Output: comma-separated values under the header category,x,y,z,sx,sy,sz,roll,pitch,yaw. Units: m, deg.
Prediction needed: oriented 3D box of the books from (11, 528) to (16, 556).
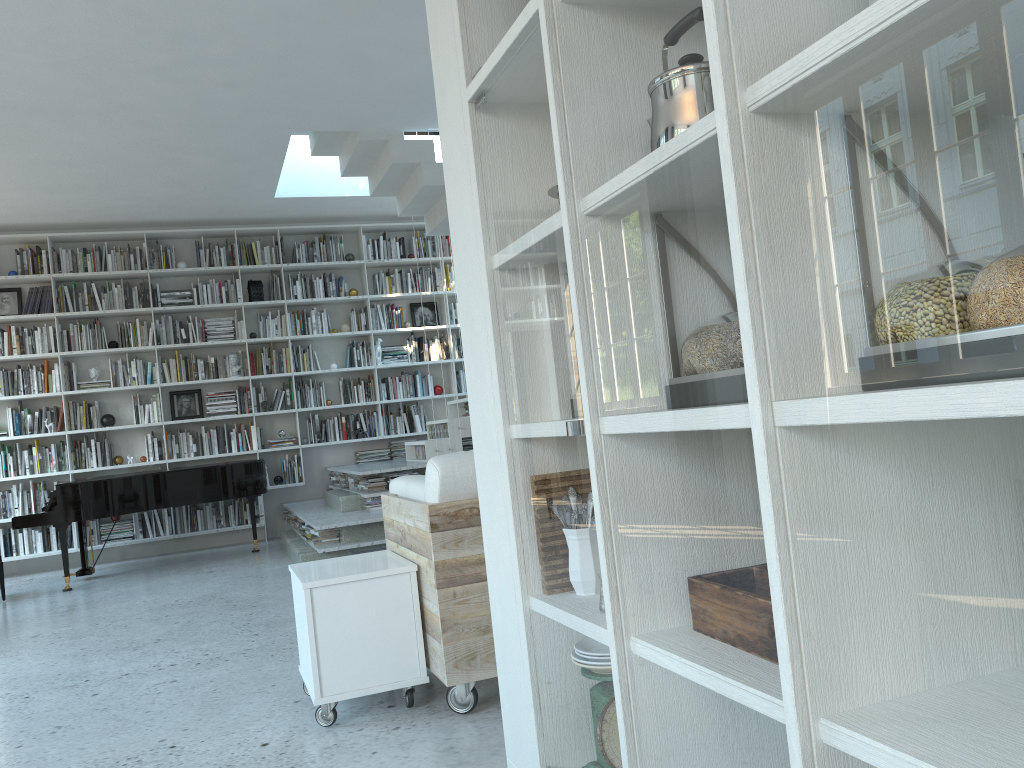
category,x,y,z,sx,sy,sz,roll,pitch,yaw
books,-4.595,1.456,8.202,0.027,0.256,0.160,-6,-2,-19

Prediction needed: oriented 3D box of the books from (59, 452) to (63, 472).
category,x,y,z,sx,sy,sz,roll,pitch,yaw
books,-4.253,0.735,8.366,0.041,0.181,0.141,-6,-2,-19

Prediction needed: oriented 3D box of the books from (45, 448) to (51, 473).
category,x,y,z,sx,sy,sz,roll,pitch,yaw
books,-4.350,0.720,8.333,0.025,0.229,0.153,-6,-2,-19

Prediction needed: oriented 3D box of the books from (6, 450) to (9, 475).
category,x,y,z,sx,sy,sz,roll,pitch,yaw
books,-4.660,0.726,8.225,0.009,0.277,0.157,-6,-2,-19

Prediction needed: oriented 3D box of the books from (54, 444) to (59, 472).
category,x,y,z,sx,sy,sz,roll,pitch,yaw
books,-4.283,0.699,8.358,0.013,0.260,0.142,-6,-2,-19

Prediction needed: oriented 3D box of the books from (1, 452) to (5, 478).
category,x,y,z,sx,sy,sz,roll,pitch,yaw
books,-4.689,0.745,8.204,0.014,0.243,0.171,-6,-2,-19

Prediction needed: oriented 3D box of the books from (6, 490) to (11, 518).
category,x,y,z,sx,sy,sz,roll,pitch,yaw
books,-4.637,1.110,8.185,0.010,0.252,0.178,-6,-2,-19

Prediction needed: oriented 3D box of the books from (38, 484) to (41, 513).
category,x,y,z,sx,sy,sz,roll,pitch,yaw
books,-4.409,1.073,8.300,0.013,0.284,0.139,-6,-2,-19

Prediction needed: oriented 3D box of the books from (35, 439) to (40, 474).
category,x,y,z,sx,sy,sz,roll,pitch,yaw
books,-4.426,0.680,8.298,0.021,0.322,0.172,-6,-2,-19

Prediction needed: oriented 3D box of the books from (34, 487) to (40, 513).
category,x,y,z,sx,sy,sz,roll,pitch,yaw
books,-4.426,1.090,8.290,0.029,0.254,0.153,-6,-2,-19

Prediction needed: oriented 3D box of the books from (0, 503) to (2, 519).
category,x,y,z,sx,sy,sz,roll,pitch,yaw
books,-4.720,1.145,8.188,0.025,0.200,0.137,-6,-2,-19

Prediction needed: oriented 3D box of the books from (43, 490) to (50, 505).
category,x,y,z,sx,sy,sz,roll,pitch,yaw
books,-4.334,1.100,8.309,0.058,0.216,0.177,-6,-2,-19

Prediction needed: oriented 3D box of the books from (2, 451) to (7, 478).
category,x,y,z,sx,sy,sz,roll,pitch,yaw
books,-4.674,0.743,8.195,0.009,0.244,0.184,-6,-2,-19

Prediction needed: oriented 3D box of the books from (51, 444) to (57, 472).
category,x,y,z,sx,sy,sz,roll,pitch,yaw
books,-4.293,0.696,8.335,0.021,0.265,0.185,-6,-2,-19

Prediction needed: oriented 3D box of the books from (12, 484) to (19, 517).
category,x,y,z,sx,sy,sz,roll,pitch,yaw
books,-4.592,1.083,8.229,0.027,0.299,0.142,-6,-2,-19

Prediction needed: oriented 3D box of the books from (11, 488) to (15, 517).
category,x,y,z,sx,sy,sz,roll,pitch,yaw
books,-4.612,1.098,8.229,0.013,0.273,0.146,-6,-2,-19

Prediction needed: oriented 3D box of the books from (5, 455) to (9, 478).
category,x,y,z,sx,sy,sz,roll,pitch,yaw
books,-4.671,0.760,8.228,0.016,0.211,0.146,-6,-2,-19

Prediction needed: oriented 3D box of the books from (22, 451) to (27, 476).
category,x,y,z,sx,sy,sz,roll,pitch,yaw
books,-4.546,0.739,8.273,0.045,0.230,0.138,-6,-2,-19

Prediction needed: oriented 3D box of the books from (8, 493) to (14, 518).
category,x,y,z,sx,sy,sz,roll,pitch,yaw
books,-4.622,1.120,8.203,0.028,0.229,0.157,-6,-2,-19

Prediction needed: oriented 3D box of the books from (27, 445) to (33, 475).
category,x,y,z,sx,sy,sz,roll,pitch,yaw
books,-4.490,0.707,8.275,0.014,0.282,0.150,-6,-2,-19

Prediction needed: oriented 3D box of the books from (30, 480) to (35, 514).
category,x,y,z,sx,sy,sz,roll,pitch,yaw
books,-4.452,1.056,8.256,0.014,0.325,0.170,-6,-2,-19

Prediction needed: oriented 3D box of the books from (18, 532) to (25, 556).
category,x,y,z,sx,sy,sz,roll,pitch,yaw
books,-4.526,1.476,8.205,0.030,0.201,0.168,-6,-2,-19

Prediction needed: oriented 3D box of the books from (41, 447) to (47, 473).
category,x,y,z,sx,sy,sz,roll,pitch,yaw
books,-4.372,0.712,8.311,0.028,0.249,0.159,-6,-2,-19

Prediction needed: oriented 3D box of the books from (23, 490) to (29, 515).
category,x,y,z,sx,sy,sz,roll,pitch,yaw
books,-4.516,1.106,8.257,0.031,0.238,0.132,-6,-2,-19

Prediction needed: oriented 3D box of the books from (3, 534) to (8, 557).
category,x,y,z,sx,sy,sz,roll,pitch,yaw
books,-4.657,1.487,8.179,0.022,0.205,0.158,-6,-2,-19

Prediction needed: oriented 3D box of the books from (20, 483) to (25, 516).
category,x,y,z,sx,sy,sz,roll,pitch,yaw
books,-4.545,1.074,8.227,0.039,0.307,0.172,-6,-2,-19

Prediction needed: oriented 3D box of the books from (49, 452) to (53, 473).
category,x,y,z,sx,sy,sz,roll,pitch,yaw
books,-4.327,0.736,8.343,0.023,0.194,0.140,-6,-2,-19

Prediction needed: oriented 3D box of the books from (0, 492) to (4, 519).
category,x,y,z,sx,sy,sz,roll,pitch,yaw
books,-4.701,1.119,8.200,0.022,0.248,0.134,-6,-2,-19

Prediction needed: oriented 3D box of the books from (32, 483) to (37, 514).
category,x,y,z,sx,sy,sz,roll,pitch,yaw
books,-4.442,1.070,8.267,0.012,0.295,0.176,-6,-2,-19

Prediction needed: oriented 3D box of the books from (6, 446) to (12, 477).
category,x,y,z,sx,sy,sz,roll,pitch,yaw
books,-4.645,0.719,8.206,0.007,0.286,0.182,-6,-2,-19

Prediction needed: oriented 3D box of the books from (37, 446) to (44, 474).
category,x,y,z,sx,sy,sz,roll,pitch,yaw
books,-4.397,0.708,8.297,0.028,0.260,0.181,-6,-2,-19

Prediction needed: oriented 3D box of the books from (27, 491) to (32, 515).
category,x,y,z,sx,sy,sz,roll,pitch,yaw
books,-4.486,1.110,8.263,0.028,0.224,0.134,-6,-2,-19

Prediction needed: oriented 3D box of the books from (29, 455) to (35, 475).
category,x,y,z,sx,sy,sz,roll,pitch,yaw
books,-4.461,0.754,8.272,0.029,0.181,0.190,-6,-2,-19

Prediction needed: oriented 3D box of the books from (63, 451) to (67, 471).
category,x,y,z,sx,sy,sz,roll,pitch,yaw
books,-4.214,0.729,8.393,0.023,0.187,0.130,-6,-2,-19

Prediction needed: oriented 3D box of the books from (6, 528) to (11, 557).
category,x,y,z,sx,sy,sz,roll,pitch,yaw
books,-4.640,1.462,8.191,0.022,0.252,0.139,-6,-2,-19

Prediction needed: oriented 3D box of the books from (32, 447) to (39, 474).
category,x,y,z,sx,sy,sz,roll,pitch,yaw
books,-4.443,0.716,8.292,0.026,0.254,0.176,-6,-2,-19

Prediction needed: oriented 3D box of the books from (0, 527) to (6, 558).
category,x,y,z,sx,sy,sz,roll,pitch,yaw
books,-4.676,1.458,8.158,0.023,0.266,0.177,-6,-2,-19

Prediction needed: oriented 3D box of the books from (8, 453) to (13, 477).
category,x,y,z,sx,sy,sz,roll,pitch,yaw
books,-4.633,0.752,8.214,0.015,0.219,0.190,-6,-2,-19

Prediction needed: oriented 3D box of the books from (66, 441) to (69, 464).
category,x,y,z,sx,sy,sz,roll,pitch,yaw
books,-4.186,0.680,8.402,0.024,0.280,0.136,-6,-2,-19

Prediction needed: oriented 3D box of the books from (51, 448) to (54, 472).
category,x,y,z,sx,sy,sz,roll,pitch,yaw
books,-4.312,0.708,8.345,0.010,0.246,0.160,-6,-2,-19

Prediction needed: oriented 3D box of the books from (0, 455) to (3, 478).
category,x,y,z,sx,sy,sz,roll,pitch,yaw
books,-4.705,0.760,8.190,0.015,0.217,0.180,-6,-2,-19

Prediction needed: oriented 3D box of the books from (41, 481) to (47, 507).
category,x,y,z,sx,sy,sz,roll,pitch,yaw
books,-4.371,1.061,8.296,0.013,0.301,0.172,-6,-2,-19

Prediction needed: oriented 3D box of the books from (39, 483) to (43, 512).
category,x,y,z,sx,sy,sz,roll,pitch,yaw
books,-4.389,1.068,8.295,0.022,0.290,0.137,-6,-2,-19

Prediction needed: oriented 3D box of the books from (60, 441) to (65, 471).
category,x,y,z,sx,sy,sz,roll,pitch,yaw
books,-4.227,0.679,8.358,0.014,0.286,0.179,-6,-2,-19

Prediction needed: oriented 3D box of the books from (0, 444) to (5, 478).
category,x,y,z,sx,sy,sz,roll,pitch,yaw
books,-4.703,0.711,8.204,0.006,0.315,0.145,-6,-2,-19

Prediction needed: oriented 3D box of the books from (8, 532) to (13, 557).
category,x,y,z,sx,sy,sz,roll,pitch,yaw
books,-4.614,1.475,8.188,0.022,0.221,0.163,-6,-2,-19

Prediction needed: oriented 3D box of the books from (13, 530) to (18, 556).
category,x,y,z,sx,sy,sz,roll,pitch,yaw
books,-4.574,1.431,8.195,0.013,0.300,0.184,-6,-2,-19

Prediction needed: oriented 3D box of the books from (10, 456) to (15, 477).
category,x,y,z,sx,sy,sz,roll,pitch,yaw
books,-4.615,0.765,8.215,0.016,0.189,0.183,-6,-2,-19

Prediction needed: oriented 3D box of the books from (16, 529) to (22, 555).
category,x,y,z,sx,sy,sz,roll,pitch,yaw
books,-4.561,1.458,8.220,0.022,0.246,0.135,-6,-2,-19

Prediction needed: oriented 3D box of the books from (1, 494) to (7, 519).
category,x,y,z,sx,sy,sz,roll,pitch,yaw
books,-4.666,1.127,8.176,0.028,0.223,0.189,-6,-2,-19

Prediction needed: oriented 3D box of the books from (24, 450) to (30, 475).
category,x,y,z,sx,sy,sz,roll,pitch,yaw
books,-4.507,0.735,8.269,0.027,0.230,0.159,-6,-2,-19

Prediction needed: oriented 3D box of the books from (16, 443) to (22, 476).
category,x,y,z,sx,sy,sz,roll,pitch,yaw
books,-4.571,0.702,8.247,0.012,0.306,0.189,-6,-2,-19

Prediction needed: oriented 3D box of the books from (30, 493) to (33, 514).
category,x,y,z,sx,sy,sz,roll,pitch,yaw
books,-4.466,1.116,8.269,0.013,0.209,0.154,-6,-2,-19

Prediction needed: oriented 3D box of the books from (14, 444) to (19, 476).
category,x,y,z,sx,sy,sz,roll,pitch,yaw
books,-4.581,0.706,8.231,0.019,0.300,0.180,-6,-2,-19

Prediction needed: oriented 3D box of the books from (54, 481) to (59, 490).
category,x,y,z,sx,sy,sz,roll,pitch,yaw
books,-4.274,1.058,8.343,0.025,0.287,0.130,-6,-2,-19

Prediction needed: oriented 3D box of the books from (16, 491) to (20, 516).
category,x,y,z,sx,sy,sz,roll,pitch,yaw
books,-4.571,1.114,8.237,0.012,0.232,0.148,-6,-2,-19

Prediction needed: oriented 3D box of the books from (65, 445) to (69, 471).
category,x,y,z,sx,sy,sz,roll,pitch,yaw
books,-4.193,0.700,8.375,0.010,0.240,0.174,-6,-2,-19

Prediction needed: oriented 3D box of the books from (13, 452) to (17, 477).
category,x,y,z,sx,sy,sz,roll,pitch,yaw
books,-4.613,0.745,8.254,0.016,0.230,0.136,-6,-2,-19

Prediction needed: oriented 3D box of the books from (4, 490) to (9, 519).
category,x,y,z,sx,sy,sz,roll,pitch,yaw
books,-4.650,1.109,8.186,0.013,0.257,0.189,-6,-2,-19
